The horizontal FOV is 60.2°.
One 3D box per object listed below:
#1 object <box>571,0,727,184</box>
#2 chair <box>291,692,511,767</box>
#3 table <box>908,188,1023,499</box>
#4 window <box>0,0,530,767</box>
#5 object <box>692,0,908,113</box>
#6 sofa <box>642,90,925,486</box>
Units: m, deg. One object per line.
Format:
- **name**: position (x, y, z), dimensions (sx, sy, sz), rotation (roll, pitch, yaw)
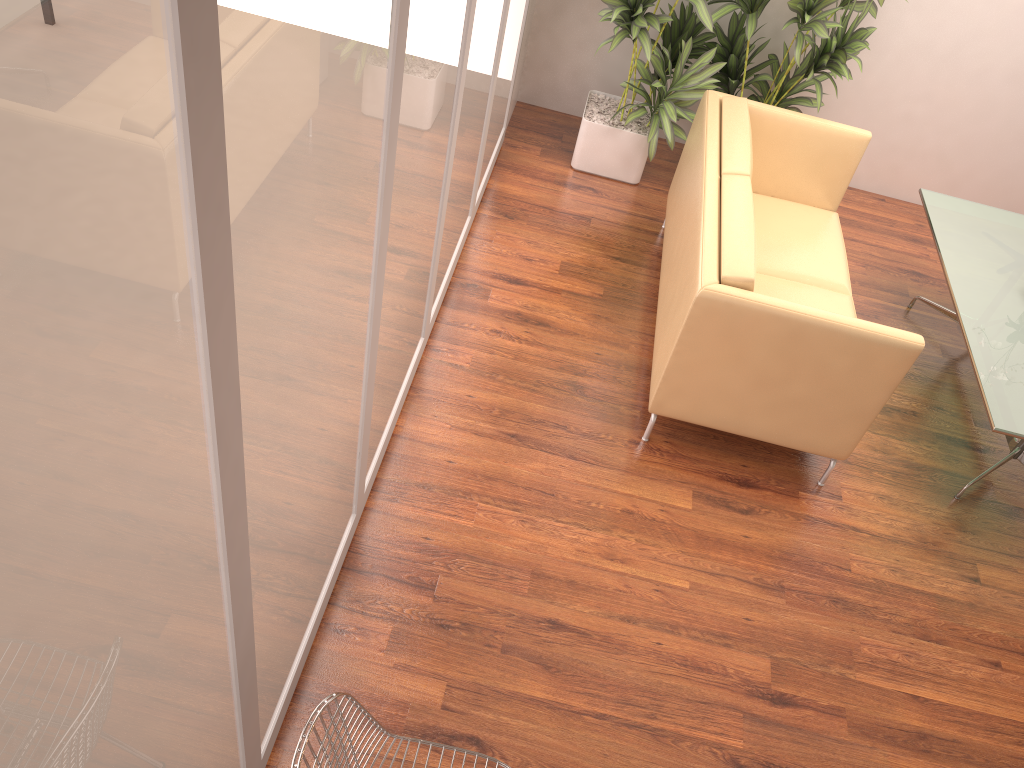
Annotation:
- **object**: position (0.825, -2.127, 4.642), dimensions (0.959, 2.207, 1.038), rotation (27, 45, 13)
- **chair**: position (-0.225, 1.092, 2.045), dimensions (0.561, 0.944, 0.518), rotation (14, 44, 0)
- **table**: position (2.393, -0.111, 4.203), dimensions (0.939, 0.588, 1.783), rotation (14, 44, 0)
- **window**: position (-0.420, -0.049, 1.302), dimensions (0.062, 3.440, 8.158), rotation (14, 44, 0)
- **object**: position (1.483, -1.970, 4.661), dimensions (1.075, 2.207, 0.926), rotation (23, 45, 9)
- **sofa**: position (1.178, -0.535, 4.094), dimensions (0.878, 0.879, 1.717), rotation (14, 44, 0)
